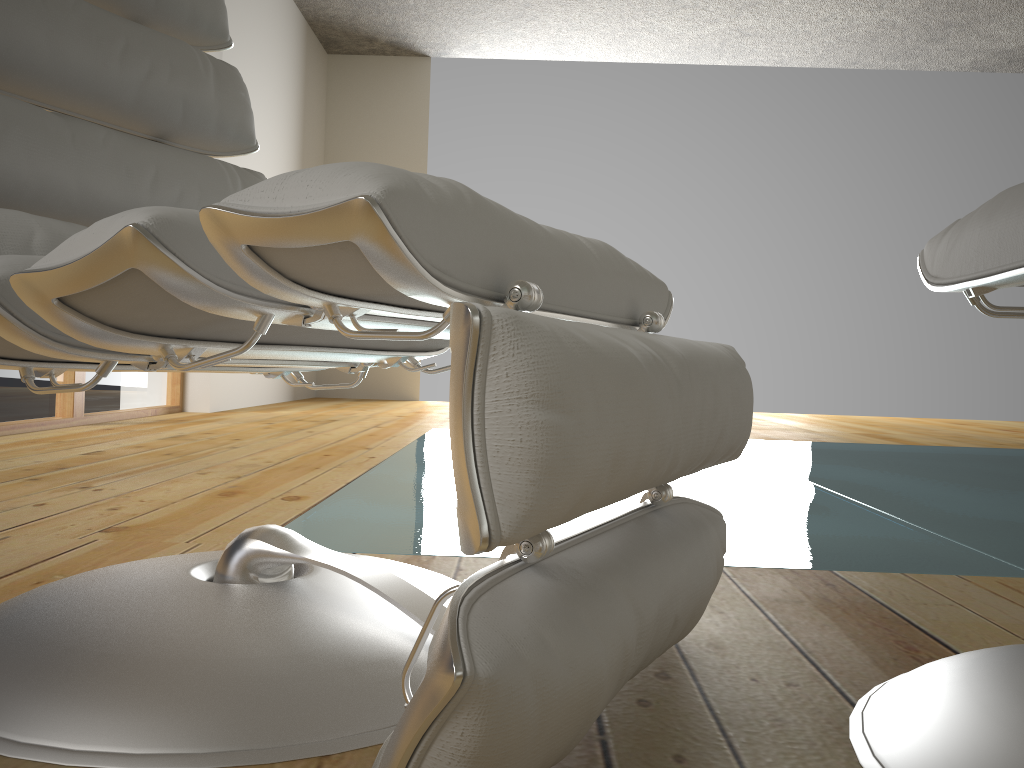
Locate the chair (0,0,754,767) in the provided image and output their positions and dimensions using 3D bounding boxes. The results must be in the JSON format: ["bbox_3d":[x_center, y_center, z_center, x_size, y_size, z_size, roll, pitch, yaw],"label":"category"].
[{"bbox_3d":[-0.256,-0.241,0.863,0.914,0.969,0.569,2,0,26],"label":"chair"}]

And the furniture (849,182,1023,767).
[{"bbox_3d":[0.590,0.058,0.576,0.686,0.439,0.569,2,1,7],"label":"furniture"}]
